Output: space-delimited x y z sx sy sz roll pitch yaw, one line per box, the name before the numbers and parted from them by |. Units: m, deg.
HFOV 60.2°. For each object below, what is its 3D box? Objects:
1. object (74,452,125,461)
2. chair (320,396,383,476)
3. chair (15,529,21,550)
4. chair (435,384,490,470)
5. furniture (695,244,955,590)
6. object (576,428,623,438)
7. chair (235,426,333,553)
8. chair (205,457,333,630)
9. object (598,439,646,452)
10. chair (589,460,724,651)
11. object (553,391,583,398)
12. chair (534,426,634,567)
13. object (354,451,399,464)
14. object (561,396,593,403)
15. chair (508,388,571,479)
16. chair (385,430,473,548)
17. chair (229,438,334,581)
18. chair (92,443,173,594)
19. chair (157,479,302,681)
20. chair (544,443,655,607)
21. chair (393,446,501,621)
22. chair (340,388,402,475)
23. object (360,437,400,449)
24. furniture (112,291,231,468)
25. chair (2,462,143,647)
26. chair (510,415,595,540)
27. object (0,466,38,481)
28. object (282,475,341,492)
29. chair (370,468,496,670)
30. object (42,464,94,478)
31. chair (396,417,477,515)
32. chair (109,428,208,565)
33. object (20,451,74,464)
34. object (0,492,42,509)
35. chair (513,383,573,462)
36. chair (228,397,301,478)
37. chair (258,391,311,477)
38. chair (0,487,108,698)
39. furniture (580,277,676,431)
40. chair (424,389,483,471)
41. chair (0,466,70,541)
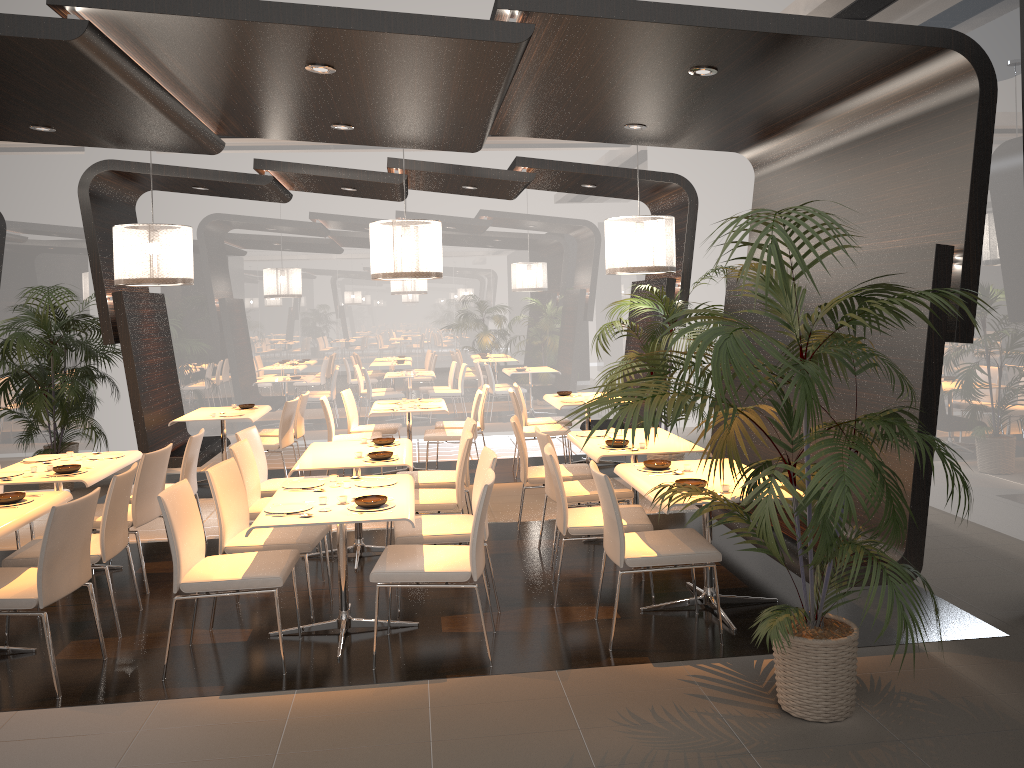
object | -2.967 0.506 6.368 0.335 0.038 0.378 -3 5 -17
chair | -1.603 0.560 8.857 0.605 0.873 0.484 -2 2 -9
chair | -3.574 0.889 5.676 0.605 0.869 0.485 -2 2 -4
chair | -0.535 0.463 9.633 0.605 0.873 0.485 -2 2 -4
furniture | 1.680 0.032 5.789 0.757 1.671 2.909 -2 4 -6
object | 0.665 0.373 6.718 0.335 0.038 0.378 -3 5 -12
chair | -1.686 0.762 6.525 0.605 0.869 0.485 -2 2 1
chair | -1.385 0.884 5.045 0.605 0.873 0.485 -2 2 1
object | 0.764 0.419 6.123 0.303 0.044 0.366 -2 5 -7
chair | 0.730 0.858 4.626 0.605 0.869 0.485 -2 2 -4
object | 0.612 0.109 9.748 0.303 0.044 0.366 -2 5 -7
chair | 0.480 0.741 6.090 0.605 0.873 0.484 -2 2 -9
object | -0.909 0.483 5.931 0.303 0.044 0.366 -2 5 -7
object | 0.677 0.164 9.133 0.335 0.038 0.378 -3 5 -12
chair | 0.278 0.486 9.095 0.605 0.873 0.485 -2 2 -4
chair | -0.553 0.780 5.950 0.605 0.869 0.485 -2 2 -4
chair | -1.526 0.818 5.855 0.605 0.873 0.485 -2 2 -4
chair | -2.542 0.858 5.721 0.605 0.873 0.485 -2 2 1
chair | -1.407 0.938 4.419 0.605 0.873 0.485 -2 2 -4
chair | 0.504 0.810 5.258 0.605 0.869 0.485 -2 2 1
chair | -0.383 0.845 5.160 0.605 0.873 0.484 -2 2 -9
chair | -1.520 0.495 9.554 0.605 0.869 0.485 -2 2 1
object | -0.983 0.429 6.576 0.303 0.044 0.366 -2 5 -7
furniture | -3.410 -0.100 8.975 0.757 1.673 1.405 -2 2 -6
chair | -2.421 0.923 4.929 0.605 0.873 0.484 -2 2 -9
chair | 0.301 0.690 6.736 0.605 0.873 0.485 -2 2 1
object | -3.231 0.574 5.668 0.335 0.038 0.378 -3 5 -12
object | -1.149 0.567 5.064 0.335 0.038 0.378 -3 5 -12
chair | -0.375 0.905 4.465 0.605 0.873 0.485 -2 2 1
object | -2.915 0.555 5.748 0.303 0.044 0.366 -2 5 -7
chair | -0.561 0.720 6.646 0.605 0.869 0.484 -2 2 -9
chair | -2.550 0.796 6.416 0.605 0.869 0.484 -2 2 -9
object | -3.301 0.523 6.278 0.335 0.038 0.378 -3 5 -12
object | -2.785 0.629 4.855 0.303 0.044 0.366 -2 5 -7
chair | 0.331 0.427 9.740 0.605 0.869 0.485 -2 2 -4
chair | -2.429 0.589 8.759 0.605 0.869 0.485 -2 2 1
chair | -2.457 0.537 9.396 0.605 0.873 0.485 -2 2 -4
chair | -2.337 0.978 4.242 0.605 0.869 0.485 -2 2 1
furniture | 1.212 -0.276 9.500 0.757 1.673 1.405 -2 2 -6
chair | -0.588 0.518 8.988 0.605 0.869 0.485 -2 2 -4
chair | -3.566 0.835 6.293 0.605 0.869 0.485 -2 2 1
